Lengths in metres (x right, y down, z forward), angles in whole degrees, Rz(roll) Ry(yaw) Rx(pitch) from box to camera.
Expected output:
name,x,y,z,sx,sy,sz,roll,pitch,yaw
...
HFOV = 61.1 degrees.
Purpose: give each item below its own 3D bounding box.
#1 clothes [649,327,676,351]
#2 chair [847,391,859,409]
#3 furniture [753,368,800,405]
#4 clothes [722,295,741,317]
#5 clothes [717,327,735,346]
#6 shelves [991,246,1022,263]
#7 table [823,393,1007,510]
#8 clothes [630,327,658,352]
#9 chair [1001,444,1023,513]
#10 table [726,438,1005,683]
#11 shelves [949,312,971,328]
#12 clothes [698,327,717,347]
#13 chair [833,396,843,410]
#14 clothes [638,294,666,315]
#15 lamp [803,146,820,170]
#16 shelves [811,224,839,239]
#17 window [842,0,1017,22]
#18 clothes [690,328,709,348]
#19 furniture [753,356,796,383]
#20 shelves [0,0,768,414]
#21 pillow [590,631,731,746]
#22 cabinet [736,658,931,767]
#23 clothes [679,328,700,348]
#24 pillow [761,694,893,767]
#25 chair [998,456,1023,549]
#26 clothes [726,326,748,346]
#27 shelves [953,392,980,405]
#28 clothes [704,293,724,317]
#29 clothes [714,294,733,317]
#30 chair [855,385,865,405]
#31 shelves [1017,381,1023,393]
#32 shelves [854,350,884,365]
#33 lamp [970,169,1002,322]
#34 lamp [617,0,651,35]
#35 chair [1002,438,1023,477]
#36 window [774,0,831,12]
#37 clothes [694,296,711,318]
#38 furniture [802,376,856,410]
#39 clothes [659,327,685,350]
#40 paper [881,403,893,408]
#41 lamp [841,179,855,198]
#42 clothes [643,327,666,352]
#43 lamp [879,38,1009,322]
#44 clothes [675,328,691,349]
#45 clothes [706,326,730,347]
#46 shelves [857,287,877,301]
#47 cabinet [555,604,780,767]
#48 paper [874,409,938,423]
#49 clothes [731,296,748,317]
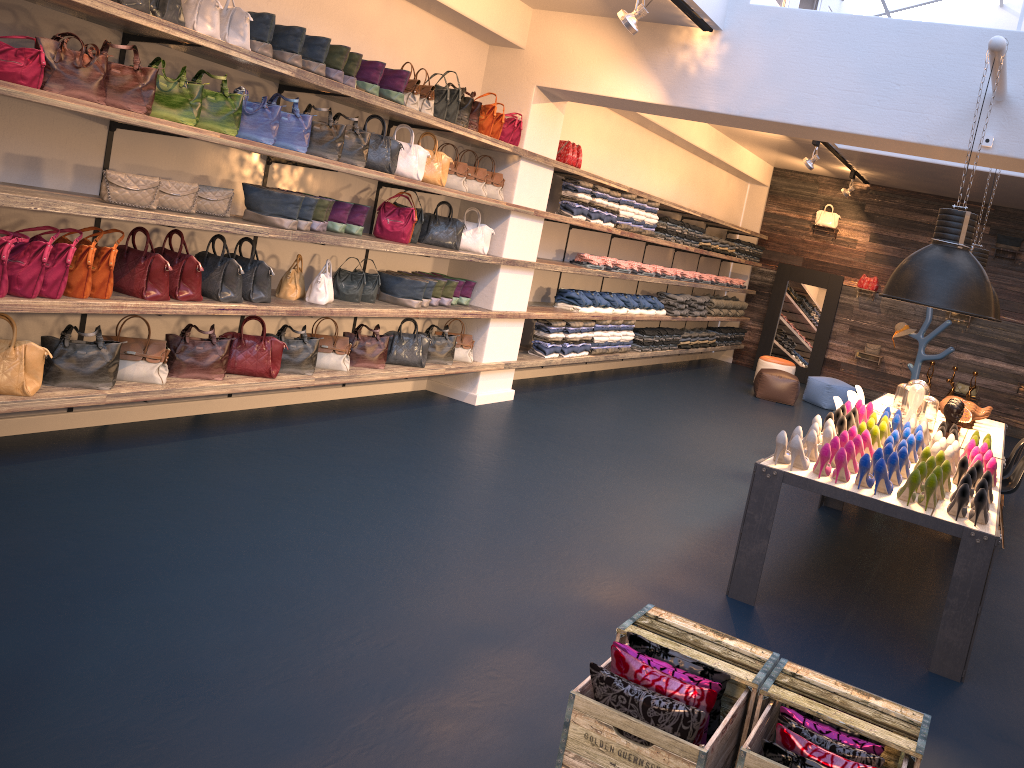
name,x,y,z,sx,sy,sz,roll,pitch,yaw
clothes,1.986,-0.619,11.727,0.333,0.296,0.326,16,9,26
chair,3.306,0.519,8.087,0.509,0.794,0.501,16,8,34
furniture,3.707,0.010,12.141,0.634,0.418,0.670,14,9,10
clothes,3.560,-1.293,14.323,0.315,0.338,0.422,17,10,33
clothes,3.457,-0.793,14.274,0.352,0.296,0.337,14,9,15
shelves,7.729,-2.017,13.603,0.428,0.177,0.261,17,10,24
table,3.762,0.686,7.901,1.168,0.732,2.711,17,11,27
clothes,1.645,-0.574,11.116,0.348,0.296,0.350,17,10,29
chair,4.605,0.767,8.277,0.513,0.794,0.498,15,8,27
table,2.398,0.847,5.538,1.168,0.732,2.711,17,11,27
shelves,7.146,-1.041,13.864,0.428,0.208,0.261,17,10,24
clothes,3.020,-0.742,13.641,0.394,0.248,0.369,16,10,23
chair,2.947,0.561,7.469,0.515,0.794,0.496,15,7,25
clothes,1.790,-1.051,11.405,0.401,0.238,0.457,17,11,26
lamp,3.771,-2.840,10.941,0.190,0.324,0.230,9,7,-19
shelves,5.273,-2.581,14.678,0.428,0.155,0.261,17,10,24
window,1.507,-3.760,1.922,4.094,0.827,20.033,18,12,28
clothes,2.806,-0.718,13.274,0.388,0.248,0.375,19,11,35
furniture,3.968,-0.151,13.110,0.546,0.475,0.621,17,10,29
shelves,2.851,0.011,5.972,8.170,2.200,17.979,18,12,27
pillow,0.428,0.941,2.516,0.337,0.345,0.466,16,10,26
cabinet,0.854,1.212,2.443,0.445,0.543,0.594,16,9,26
clothes,2.584,-0.691,12.886,0.394,0.248,0.369,16,10,23
pillow,0.872,1.089,2.437,0.292,0.316,0.489,16,10,27
chair,3.888,0.852,7.033,0.521,0.794,0.491,14,7,19
clothes,3.719,-0.825,14.735,0.344,0.295,0.692,17,11,29
shelves,7.210,0.237,13.845,0.428,0.155,0.261,17,10,24
clothes,3.086,-1.237,13.503,0.315,0.338,0.422,17,10,33
clothes,3.323,-1.265,13.913,0.315,0.338,0.422,17,10,33
chair,3.633,0.466,8.729,0.515,0.794,0.496,15,7,25
shelves,8.069,0.108,13.470,0.428,0.181,0.261,17,10,24
shelves,5.916,-0.437,14.411,0.428,0.142,0.261,17,11,24
lamp,4.187,-1.427,7.728,0.746,1.632,0.659,8,7,-27
lamp,0.829,-2.490,5.842,0.245,0.324,0.179,11,7,-5
chair,4.196,0.793,7.685,0.515,0.794,0.496,15,7,25
window,3.240,-3.069,5.293,4.239,0.644,12.083,18,12,27
clothes,2.739,-1.169,12.860,0.376,0.314,0.375,14,9,13
furniture,4.610,0.121,12.586,0.689,0.418,0.616,8,10,-25
clothes,2.161,-0.640,12.032,0.330,0.296,0.330,17,10,32
paper,3.790,0.222,8.335,0.312,0.014,0.780,20,13,35
lamp,5.186,-3.007,13.391,0.190,0.324,0.230,9,7,-19
clothes,1.811,-0.598,11.424,0.352,0.296,0.337,14,9,15
lamp,2.735,-1.254,5.210,0.672,1.632,0.733,14,6,18
clothes,2.370,-0.666,12.519,0.388,0.248,0.375,19,11,35
clothes,3.291,-0.769,13.967,0.348,0.296,0.350,17,10,29
shelves,5.876,-1.492,14.418,0.288,0.155,0.262,17,10,25
cabinet,1.170,1.378,1.945,2.615,0.541,0.805,21,13,40
paper,3.461,0.291,7.611,0.768,0.014,0.317,7,12,-25
clothes,3.796,-1.321,14.733,0.315,0.338,0.422,17,10,33
